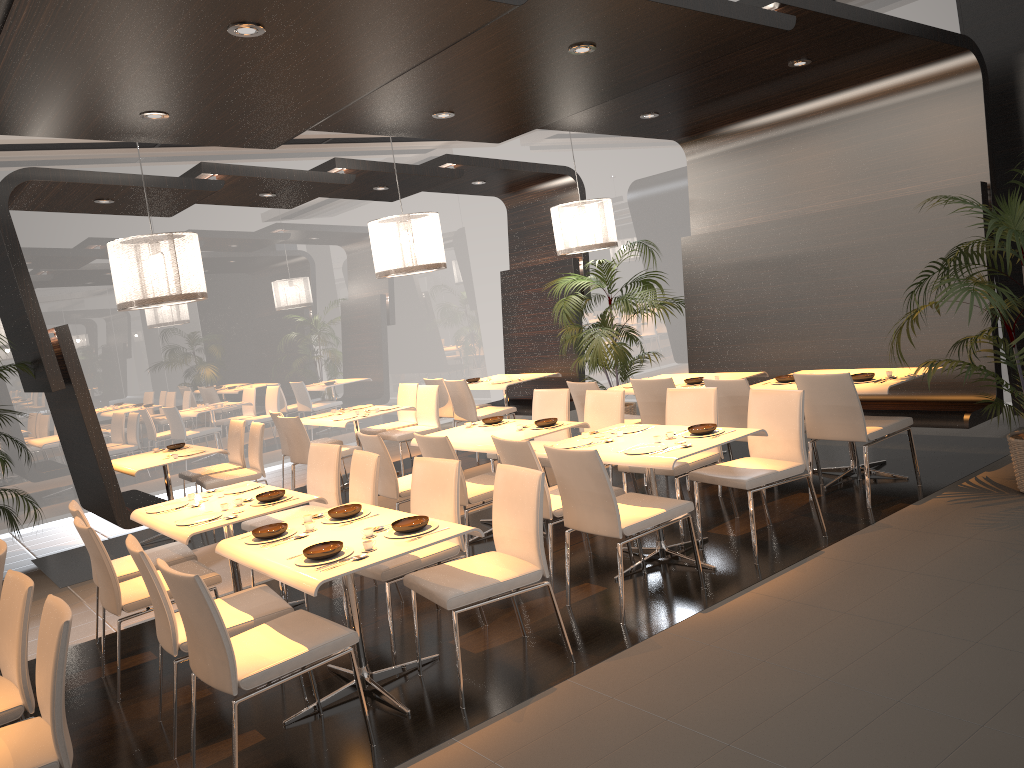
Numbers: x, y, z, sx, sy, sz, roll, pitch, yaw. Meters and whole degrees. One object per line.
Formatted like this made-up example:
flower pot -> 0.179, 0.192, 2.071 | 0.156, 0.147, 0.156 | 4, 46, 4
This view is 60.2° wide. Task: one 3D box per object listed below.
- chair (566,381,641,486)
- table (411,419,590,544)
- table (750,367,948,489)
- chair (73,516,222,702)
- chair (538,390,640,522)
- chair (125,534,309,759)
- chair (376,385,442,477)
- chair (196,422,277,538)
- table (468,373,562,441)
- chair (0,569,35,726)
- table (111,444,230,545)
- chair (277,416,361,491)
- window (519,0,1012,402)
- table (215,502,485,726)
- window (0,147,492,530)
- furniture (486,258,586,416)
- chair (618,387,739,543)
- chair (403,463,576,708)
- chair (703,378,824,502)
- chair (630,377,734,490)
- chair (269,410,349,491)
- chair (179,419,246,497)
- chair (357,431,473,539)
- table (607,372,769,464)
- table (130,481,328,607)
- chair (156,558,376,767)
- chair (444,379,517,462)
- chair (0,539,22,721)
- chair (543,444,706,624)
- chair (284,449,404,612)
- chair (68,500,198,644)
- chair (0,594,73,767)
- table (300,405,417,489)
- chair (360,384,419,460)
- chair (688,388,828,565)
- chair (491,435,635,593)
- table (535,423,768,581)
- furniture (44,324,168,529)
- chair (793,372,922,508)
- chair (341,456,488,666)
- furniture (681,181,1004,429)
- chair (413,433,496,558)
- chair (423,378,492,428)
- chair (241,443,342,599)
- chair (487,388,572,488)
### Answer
chair -> 0.872, 0.359, 7.527 | 0.609, 0.872, 0.482 | -10, 3, -29
table -> 0.044, 0.669, 6.478 | 1.060, 0.724, 1.144 | -12, 6, -36
table -> 2.446, 0.307, 6.410 | 0.806, 0.724, 1.144 | -12, 5, -36
chair -> -1.900, 1.080, 4.660 | 0.609, 0.867, 0.482 | -11, 3, -34
chair -> 0.537, 0.523, 6.418 | 0.609, 0.867, 0.482 | -11, 3, -34
chair -> -1.337, 1.065, 3.971 | 0.609, 0.867, 0.482 | -10, 3, -29
chair -> -1.014, 0.491, 9.024 | 0.609, 0.867, 0.482 | -11, 3, -34
chair -> -2.469, 0.831, 7.900 | 0.609, 0.867, 0.482 | -10, 3, -29
table -> -0.046, 0.302, 10.148 | 0.806, 0.724, 1.144 | -12, 5, -36
chair -> -2.094, 1.248, 3.351 | 0.609, 0.872, 0.482 | -11, 3, -39
table -> -3.052, 0.997, 7.897 | 0.806, 0.724, 1.144 | -12, 5, -36
chair -> -1.813, 0.681, 8.400 | 0.609, 0.872, 0.482 | -11, 3, -39
window -> 2.282, -1.711, 10.039 | 0.070, 3.968, 6.561 | -10, 4, -36
table -> -0.721, 1.040, 4.028 | 0.806, 0.724, 1.144 | -12, 5, -36
window -> -3.058, -0.974, 10.841 | 6.627, 3.970, 0.070 | -12, 3, -36
furniture -> 0.172, -0.537, 10.371 | 0.762, 1.671, 1.397 | -10, 4, -36
chair -> 1.078, 0.504, 5.821 | 0.609, 0.872, 0.482 | -11, 3, -39
chair -> -0.128, 0.871, 4.044 | 0.609, 0.867, 0.482 | -10, 3, -29
chair -> 1.785, 0.338, 6.352 | 0.609, 0.867, 0.482 | -10, 3, -29
chair -> 1.347, 0.334, 7.059 | 0.609, 0.872, 0.482 | -11, 3, -39
chair -> -2.092, 0.654, 9.044 | 0.609, 0.867, 0.482 | -10, 3, -29
chair -> -2.811, 0.830, 8.436 | 0.609, 0.872, 0.482 | -11, 3, -34
chair -> -0.717, 0.723, 6.344 | 0.609, 0.867, 0.482 | -10, 3, -29
table -> 1.532, 0.325, 7.585 | 0.806, 0.724, 1.144 | -12, 5, -36
table -> -1.636, 1.059, 5.202 | 0.806, 0.724, 1.144 | -12, 5, -36
chair -> -0.985, 1.061, 3.486 | 0.609, 0.867, 0.482 | -11, 3, -39
chair -> -0.329, 0.333, 9.554 | 0.609, 0.872, 0.482 | -11, 3, -34
chair -> -2.598, 1.248, 4.069 | 0.609, 0.867, 0.482 | -10, 3, -29
chair -> 0.576, 0.701, 4.666 | 0.609, 0.872, 0.482 | -11, 3, -34
chair -> -1.043, 0.892, 5.219 | 0.609, 0.872, 0.482 | -10, 3, -29
chair -> -2.203, 1.070, 5.197 | 0.609, 0.867, 0.482 | -10, 3, -29
chair -> -1.697, 1.237, 2.866 | 0.609, 0.872, 0.482 | -11, 3, -34
table -> -1.553, 0.651, 9.017 | 0.806, 0.724, 1.144 | -12, 5, -36
chair -> -1.292, 0.475, 9.608 | 0.609, 0.872, 0.482 | -11, 3, -34
chair -> 1.433, 0.511, 5.224 | 0.609, 0.872, 0.482 | -10, 3, -29
chair -> 0.281, 0.689, 5.217 | 0.609, 0.872, 0.482 | -10, 3, -29
table -> 0.839, 0.678, 5.208 | 0.806, 0.724, 1.144 | -12, 5, -36
furniture -> -3.505, 0.316, 7.590 | 0.762, 1.671, 1.397 | -10, 4, -36
chair -> 2.293, 0.305, 5.920 | 0.609, 0.867, 0.482 | -11, 3, -34
chair -> -0.543, 0.880, 4.595 | 0.609, 0.872, 0.482 | -11, 3, -39
furniture -> 2.430, -0.576, 7.401 | 0.762, 1.670, 2.892 | -10, 5, -36
chair -> -0.244, 0.704, 5.846 | 0.609, 0.872, 0.482 | -11, 3, -34
chair -> -0.608, 0.313, 10.137 | 0.609, 0.867, 0.482 | -11, 3, -34
chair -> -1.398, 0.883, 5.815 | 0.609, 0.867, 0.482 | -11, 3, -39
chair -> 0.182, 0.515, 7.015 | 0.609, 0.867, 0.482 | -11, 3, -39
